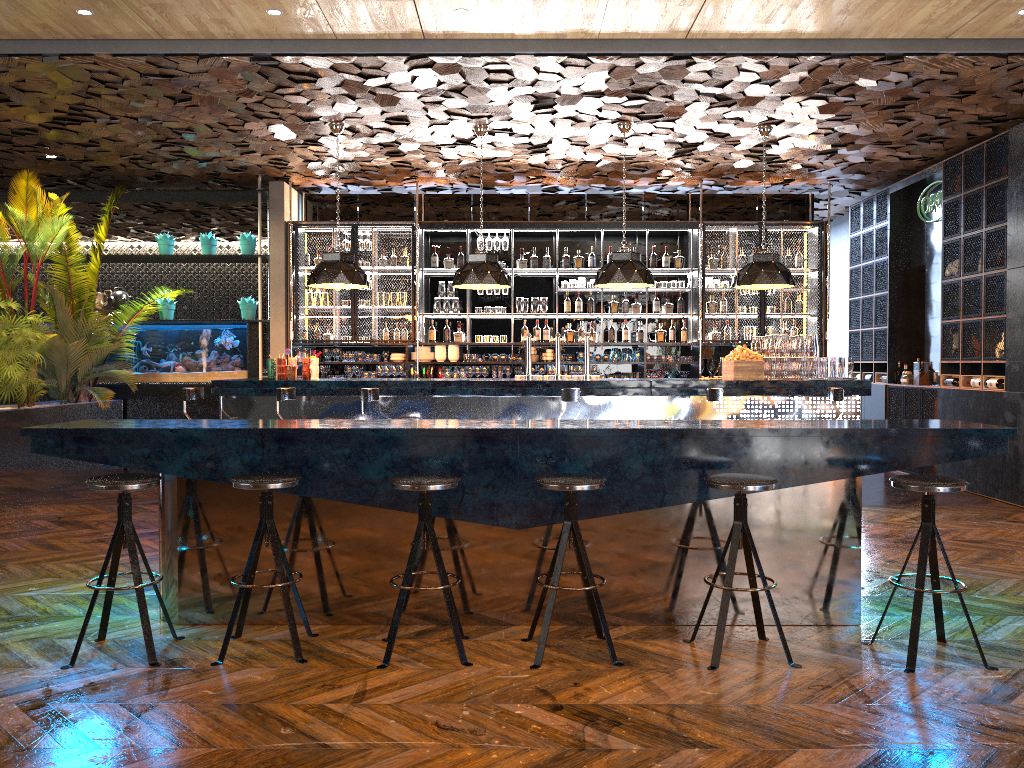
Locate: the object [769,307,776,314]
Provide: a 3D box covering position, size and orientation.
[{"bbox_3d":[3.305,-0.931,11.255,0.089,0.092,0.089,0,1,-16],"label":"object"}]

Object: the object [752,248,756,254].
[{"bbox_3d":[3.076,-1.595,11.283,0.123,0.279,0.123,0,1,4],"label":"object"}]

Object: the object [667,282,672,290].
[{"bbox_3d":[2.013,-1.259,11.380,0.089,0.092,0.089,0,1,-14],"label":"object"}]

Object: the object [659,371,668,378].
[{"bbox_3d":[1.905,-0.083,11.152,0.106,0.148,0.106,0,1,19],"label":"object"}]

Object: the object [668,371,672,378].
[{"bbox_3d":[2.022,-0.086,11.270,0.106,0.148,0.106,1,2,29],"label":"object"}]

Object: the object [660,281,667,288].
[{"bbox_3d":[1.929,-1.256,11.261,0.089,0.092,0.089,0,1,-1],"label":"object"}]

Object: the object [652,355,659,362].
[{"bbox_3d":[1.799,-0.318,11.119,0.084,0.082,0.084,0,1,1],"label":"object"}]

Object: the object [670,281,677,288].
[{"bbox_3d":[2.045,-1.255,11.222,0.089,0.092,0.089,1,2,39],"label":"object"}]

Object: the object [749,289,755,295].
[{"bbox_3d":[3.074,-1.269,11.363,0.092,0.244,0.092,0,1,-6],"label":"object"}]

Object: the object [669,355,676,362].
[{"bbox_3d":[2.016,-0.319,11.116,0.084,0.082,0.084,0,1,-18],"label":"object"}]

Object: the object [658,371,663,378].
[{"bbox_3d":[1.907,-0.086,11.269,0.106,0.148,0.106,1,2,32],"label":"object"}]

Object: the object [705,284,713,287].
[{"bbox_3d":[2.492,-1.277,11.214,0.089,0.092,0.089,1,2,26],"label":"object"}]

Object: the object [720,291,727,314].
[{"bbox_3d":[2.700,-1.033,11.310,0.086,0.298,0.086,-1,2,-41],"label":"object"}]

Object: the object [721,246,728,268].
[{"bbox_3d":[2.708,-1.604,11.285,0.086,0.297,0.086,-1,2,-41],"label":"object"}]

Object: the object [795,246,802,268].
[{"bbox_3d":[3.656,-1.605,11.308,0.086,0.298,0.086,-1,2,-36],"label":"object"}]

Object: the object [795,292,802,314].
[{"bbox_3d":[3.651,-1.025,11.294,0.083,0.282,0.083,0,1,10],"label":"object"}]

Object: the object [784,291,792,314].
[{"bbox_3d":[3.515,-1.034,11.298,0.086,0.299,0.086,-1,2,-41],"label":"object"}]

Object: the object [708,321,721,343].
[{"bbox_3d":[2.580,-0.659,11.291,0.123,0.279,0.123,0,1,-11],"label":"object"}]

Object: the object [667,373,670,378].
[{"bbox_3d":[2.020,-0.089,11.385,0.106,0.148,0.106,1,2,39],"label":"object"}]

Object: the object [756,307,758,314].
[{"bbox_3d":[3.133,-0.934,11.383,0.089,0.092,0.089,-1,1,-24],"label":"object"}]

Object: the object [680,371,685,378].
[{"bbox_3d":[2.187,-0.087,11.248,0.107,0.152,0.107,0,1,14],"label":"object"}]

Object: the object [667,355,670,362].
[{"bbox_3d":[1.998,-0.321,11.215,0.084,0.082,0.084,0,1,6],"label":"object"}]

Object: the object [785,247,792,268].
[{"bbox_3d":[3.516,-1.596,11.281,0.083,0.282,0.083,0,1,15],"label":"object"}]

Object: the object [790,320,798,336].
[{"bbox_3d":[3.599,-0.669,11.316,0.086,0.298,0.086,-1,2,-41],"label":"object"}]

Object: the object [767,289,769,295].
[{"bbox_3d":[3.277,-1.269,11.363,0.092,0.244,0.092,0,1,-6],"label":"object"}]

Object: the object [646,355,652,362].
[{"bbox_3d":[1.718,-0.318,11.121,0.084,0.082,0.084,0,1,-7],"label":"object"}]

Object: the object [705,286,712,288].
[{"bbox_3d":[2.492,-1.255,11.215,0.089,0.092,0.089,1,2,26],"label":"object"}]

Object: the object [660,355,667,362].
[{"bbox_3d":[1.897,-0.318,11.117,0.084,0.082,0.084,0,1,18],"label":"object"}]

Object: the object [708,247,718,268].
[{"bbox_3d":[2.557,-1.593,11.269,0.123,0.279,0.123,0,1,9],"label":"object"}]

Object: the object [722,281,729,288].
[{"bbox_3d":[2.706,-1.255,11.227,0.089,0.092,0.089,-1,2,-39],"label":"object"}]

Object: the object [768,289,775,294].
[{"bbox_3d":[3.276,-1.265,11.198,0.092,0.244,0.092,0,1,-6],"label":"object"}]

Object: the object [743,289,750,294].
[{"bbox_3d":[2.964,-1.265,11.199,0.092,0.244,0.092,0,1,-6],"label":"object"}]

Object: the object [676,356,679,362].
[{"bbox_3d":[2.153,-0.319,11.351,0.088,0.070,0.098,0,1,-15],"label":"object"}]

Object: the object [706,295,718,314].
[{"bbox_3d":[2.546,-1.007,11.296,0.151,0.248,0.094,0,1,9],"label":"object"}]

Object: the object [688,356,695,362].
[{"bbox_3d":[2.250,-0.313,11.103,0.088,0.070,0.098,0,1,10],"label":"object"}]

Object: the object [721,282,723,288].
[{"bbox_3d":[2.730,-1.259,11.390,0.089,0.092,0.089,1,2,26],"label":"object"}]

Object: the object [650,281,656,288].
[{"bbox_3d":[1.785,-1.256,11.231,0.089,0.092,0.089,0,1,-14],"label":"object"}]

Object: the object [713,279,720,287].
[{"bbox_3d":[2.597,-1.276,11.239,0.089,0.092,0.089,1,2,26],"label":"object"}]

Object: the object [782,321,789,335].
[{"bbox_3d":[3.474,-0.662,11.303,0.083,0.282,0.083,0,1,-15],"label":"object"}]

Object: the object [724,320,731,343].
[{"bbox_3d":[2.749,-0.671,11.308,0.086,0.299,0.086,-1,2,-41],"label":"object"}]

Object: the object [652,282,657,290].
[{"bbox_3d":[1.809,-1.259,11.371,0.089,0.092,0.089,1,2,44],"label":"object"}]

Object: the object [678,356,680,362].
[{"bbox_3d":[2.150,-0.316,11.251,0.088,0.070,0.098,1,1,23],"label":"object"}]

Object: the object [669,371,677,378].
[{"bbox_3d":[2.022,-0.083,11.154,0.106,0.148,0.106,0,1,10],"label":"object"}]

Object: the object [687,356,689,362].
[{"bbox_3d":[2.247,-0.315,11.201,0.098,0.070,0.088,1,2,27],"label":"object"}]

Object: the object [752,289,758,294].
[{"bbox_3d":[3.074,-1.265,11.198,0.092,0.244,0.092,0,1,-6],"label":"object"}]

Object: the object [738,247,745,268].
[{"bbox_3d":[2.921,-1.597,11.282,0.083,0.282,0.083,0,1,0],"label":"object"}]

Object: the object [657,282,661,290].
[{"bbox_3d":[1.908,-1.260,11.405,0.089,0.092,0.089,0,1,-14],"label":"object"}]

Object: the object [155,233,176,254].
[{"bbox_3d":[-4.385,-1.764,11.211,0.265,0.325,0.245,-1,2,-36],"label":"object"}]

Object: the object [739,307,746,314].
[{"bbox_3d":[2.910,-0.930,11.214,0.089,0.092,0.089,0,1,-16],"label":"object"}]

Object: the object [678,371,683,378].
[{"bbox_3d":[2.183,-0.090,11.377,0.107,0.152,0.107,0,1,6],"label":"object"}]

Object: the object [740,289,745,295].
[{"bbox_3d":[2.964,-1.269,11.363,0.092,0.244,0.092,0,1,-6],"label":"object"}]

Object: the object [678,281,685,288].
[{"bbox_3d":[2.145,-1.256,11.228,0.089,0.092,0.089,0,1,-14],"label":"object"}]

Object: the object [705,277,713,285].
[{"bbox_3d":[2.492,-1.303,11.214,0.089,0.092,0.089,1,2,26],"label":"object"}]

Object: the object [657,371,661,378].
[{"bbox_3d":[1.905,-0.089,11.386,0.106,0.148,0.106,0,1,19],"label":"object"}]

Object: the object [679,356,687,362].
[{"bbox_3d":[2.148,-0.314,11.153,0.088,0.070,0.098,1,2,35],"label":"object"}]
